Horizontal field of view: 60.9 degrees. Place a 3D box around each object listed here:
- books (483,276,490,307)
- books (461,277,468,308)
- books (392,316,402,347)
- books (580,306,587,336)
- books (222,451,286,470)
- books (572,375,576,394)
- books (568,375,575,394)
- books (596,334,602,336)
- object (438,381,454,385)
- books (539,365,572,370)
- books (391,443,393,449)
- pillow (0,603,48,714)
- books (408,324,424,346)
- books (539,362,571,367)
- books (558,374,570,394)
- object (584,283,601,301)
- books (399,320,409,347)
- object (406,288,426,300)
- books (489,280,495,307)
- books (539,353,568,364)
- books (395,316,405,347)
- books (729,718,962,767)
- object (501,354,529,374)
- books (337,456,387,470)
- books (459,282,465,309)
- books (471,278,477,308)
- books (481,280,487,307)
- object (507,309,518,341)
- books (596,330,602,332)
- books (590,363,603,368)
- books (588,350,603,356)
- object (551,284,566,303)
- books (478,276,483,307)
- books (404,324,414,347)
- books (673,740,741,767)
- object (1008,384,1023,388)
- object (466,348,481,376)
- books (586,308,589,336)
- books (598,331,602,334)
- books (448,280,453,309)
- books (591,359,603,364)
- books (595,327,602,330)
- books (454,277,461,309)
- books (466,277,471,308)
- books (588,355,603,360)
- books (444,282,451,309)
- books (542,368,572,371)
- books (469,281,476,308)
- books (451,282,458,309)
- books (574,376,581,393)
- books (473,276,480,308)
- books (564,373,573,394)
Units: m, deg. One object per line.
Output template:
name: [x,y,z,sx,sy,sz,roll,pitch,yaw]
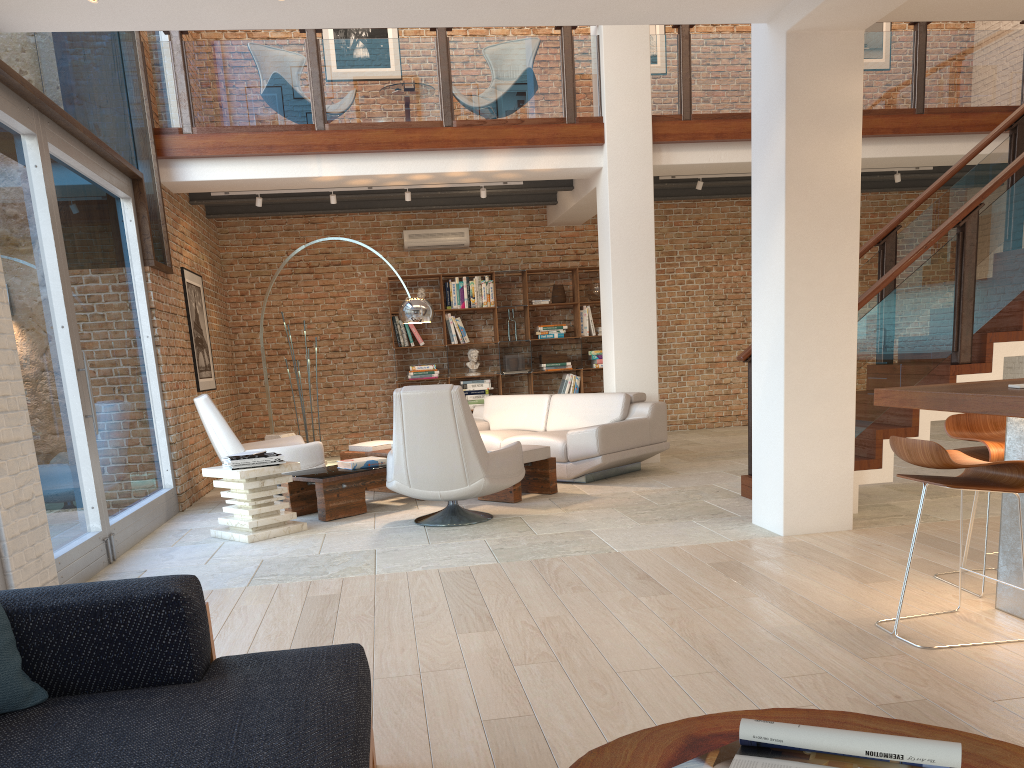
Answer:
books: [-0.318,-1.160,11.023,0.036,0.394,0.237,-5,9,-8]
books: [-0.595,-1.141,10.976,0.036,0.394,0.237,-5,9,-8]
books: [-1.451,-0.652,10.959,0.091,0.395,0.237,-5,9,-8]
books: [0.921,-0.808,11.265,0.036,0.394,0.237,-5,9,-8]
books: [-1.880,0.541,6.290,0.386,0.081,0.560,-5,2,-24]
books: [0.777,0.059,11.438,0.097,0.364,0.265,-5,9,-8]
books: [0.757,0.058,11.426,0.097,0.364,0.265,-5,9,-8]
books: [1.195,-0.643,11.350,0.171,0.019,0.231,-4,2,0]
object: [-0.656,0.272,7.555,0.534,0.623,0.312,-9,11,-36]
books: [0.565,-0.216,11.358,0.378,0.037,0.239,-4,2,-13]
books: [-0.919,0.543,8.005,0.250,0.076,0.391,-2,3,24]
pillow: [-1.406,0.625,1.942,0.375,0.337,0.554,2,7,42]
books: [-1.218,-0.635,11.015,0.194,0.327,0.248,-5,8,-8]
books: [0.553,-0.251,11.315,0.379,0.037,0.239,-4,2,-9]
books: [0.662,0.057,11.425,0.163,0.382,0.237,-5,9,-8]
object: [1.154,-1.174,11.216,0.437,0.225,0.426,-1,5,33]
books: [-1.366,-0.633,11.002,0.102,0.343,0.248,-5,9,-8]
object: [-1.199,-1.054,10.860,0.252,0.291,0.126,-4,10,0]
books: [-0.270,-1.136,11.051,0.055,0.338,0.248,-5,9,-8]
books: [0.537,-0.329,11.306,0.335,0.122,0.208,-4,4,-8]
books: [-1.415,-0.655,10.972,0.091,0.395,0.237,-5,9,-8]
books: [0.473,0.600,1.262,0.322,0.112,0.266,-2,4,25]
object: [0.024,-0.256,11.219,0.335,0.239,0.277,-4,6,-8]
books: [-1.225,0.644,7.120,0.322,0.058,0.252,-5,3,-38]
books: [-0.643,-1.111,10.995,0.055,0.338,0.248,-5,9,-8]
books: [-0.475,-1.136,11.004,0.020,0.369,0.265,-5,9,-9]
books: [-0.363,-1.129,11.017,0.055,0.338,0.248,-5,9,-8]
object: [-0.001,-0.750,11.095,0.121,0.410,0.060,-4,12,-5]
books: [1.193,-0.695,11.329,0.171,0.019,0.231,-4,2,-5]
books: [1.206,-0.244,11.430,0.326,0.057,0.249,-4,2,-6]
books: [1.159,-0.411,11.400,0.326,0.057,0.249,-3,2,2]
object: [0.594,-1.141,11.097,0.192,0.239,0.189,3,10,39]
books: [-0.411,-1.154,11.010,0.036,0.394,0.237,-5,9,-8]
books: [-1.308,-0.660,10.974,0.121,0.392,0.237,-5,9,-8]
books: [0.450,0.612,1.340,0.249,0.011,0.315,-5,2,-34]
object: [2.084,-0.015,3.344,0.395,0.035,0.194,-4,2,-4]
object: [-0.501,-0.279,11.163,0.196,0.360,0.188,-2,10,7]
books: [0.949,-0.797,11.281,0.020,0.369,0.265,-5,9,-9]
books: [1.188,-0.668,11.330,0.132,0.034,0.201,-3,2,2]
books: [-0.775,-1.116,10.973,0.020,0.369,0.265,-5,9,-9]
books: [1.228,-0.302,11.422,0.325,0.057,0.250,-4,2,-13]
books: [1.185,-0.721,11.319,0.132,0.034,0.202,-4,2,-18]
books: [-0.689,-1.135,10.969,0.036,0.394,0.237,-5,9,-8]
books: [-0.560,-1.144,10.990,0.036,0.394,0.237,-5,9,-8]
books: [1.179,-0.356,11.414,0.326,0.057,0.249,-4,2,-8]
books: [-0.812,-1.099,10.972,0.055,0.338,0.248,-5,9,-8]
books: [0.582,-0.187,11.352,0.355,0.021,0.266,-4,2,-9]
books: [-0.510,-1.119,10.988,0.055,0.338,0.248,-5,9,-8]
books: [-0.733,-1.104,10.964,0.055,0.338,0.248,-5,9,-8]
books: [0.823,0.065,11.432,0.116,0.343,0.248,-5,9,-8]
books: [-0.449,-1.151,11.018,0.036,0.394,0.237,-5,9,-8]
books: [0.706,0.053,11.408,0.161,0.383,0.237,-5,9,-8]
